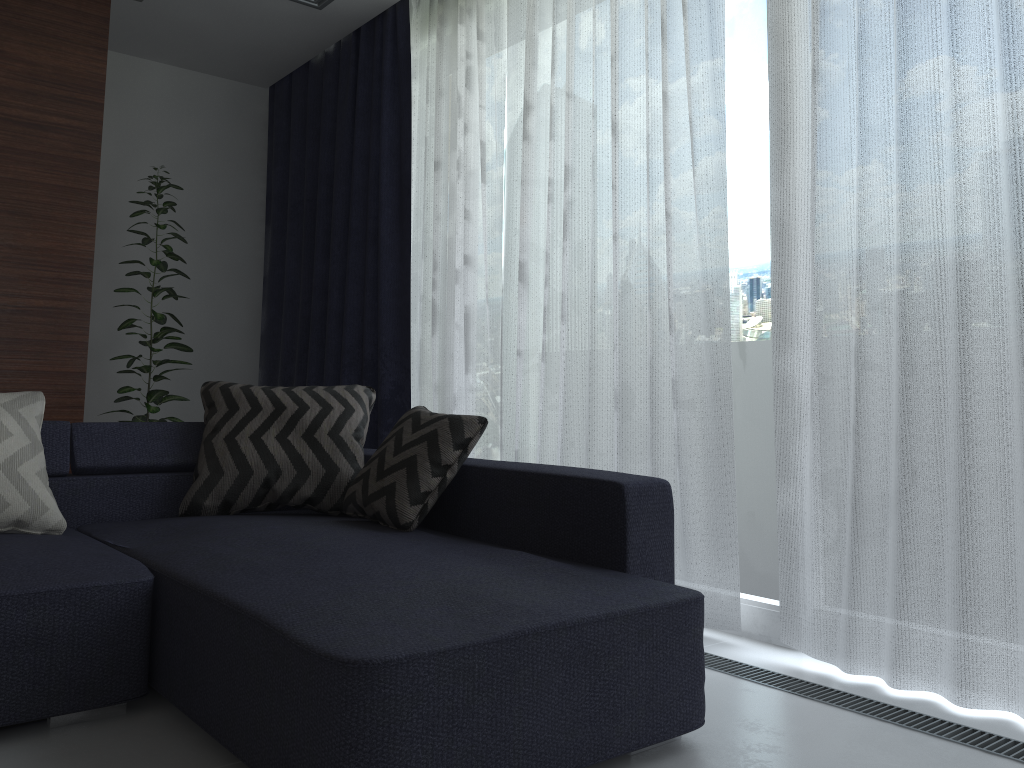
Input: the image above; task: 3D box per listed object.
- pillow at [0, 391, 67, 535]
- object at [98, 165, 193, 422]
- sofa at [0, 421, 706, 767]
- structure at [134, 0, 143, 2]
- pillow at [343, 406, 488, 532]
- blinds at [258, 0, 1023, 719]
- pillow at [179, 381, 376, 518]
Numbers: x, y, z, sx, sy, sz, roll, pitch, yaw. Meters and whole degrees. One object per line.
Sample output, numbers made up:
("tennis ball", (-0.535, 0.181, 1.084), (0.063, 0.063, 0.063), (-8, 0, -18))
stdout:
("pillow", (-1.488, 0.209, 2.368), (0.493, 0.391, 0.341), (3, -5, -38))
("object", (-1.761, -0.170, 4.310), (0.503, 1.862, 0.479), (-1, -6, 20))
("sofa", (-1.156, 0.399, 1.772), (2.864, 0.613, 1.892), (2, -2, -39))
("structure", (-1.641, -1.746, 3.848), (0.084, 0.143, 0.114), (4, -6, -34))
("pillow", (-0.297, 0.238, 2.614), (0.285, 0.347, 0.413), (4, -4, -34))
("blinds", (-1.399, -0.711, 0.974), (5.783, 2.795, 7.108), (2, -3, -35))
("pillow", (-0.762, 0.250, 2.942), (0.597, 0.523, 0.352), (1, -5, -8))
